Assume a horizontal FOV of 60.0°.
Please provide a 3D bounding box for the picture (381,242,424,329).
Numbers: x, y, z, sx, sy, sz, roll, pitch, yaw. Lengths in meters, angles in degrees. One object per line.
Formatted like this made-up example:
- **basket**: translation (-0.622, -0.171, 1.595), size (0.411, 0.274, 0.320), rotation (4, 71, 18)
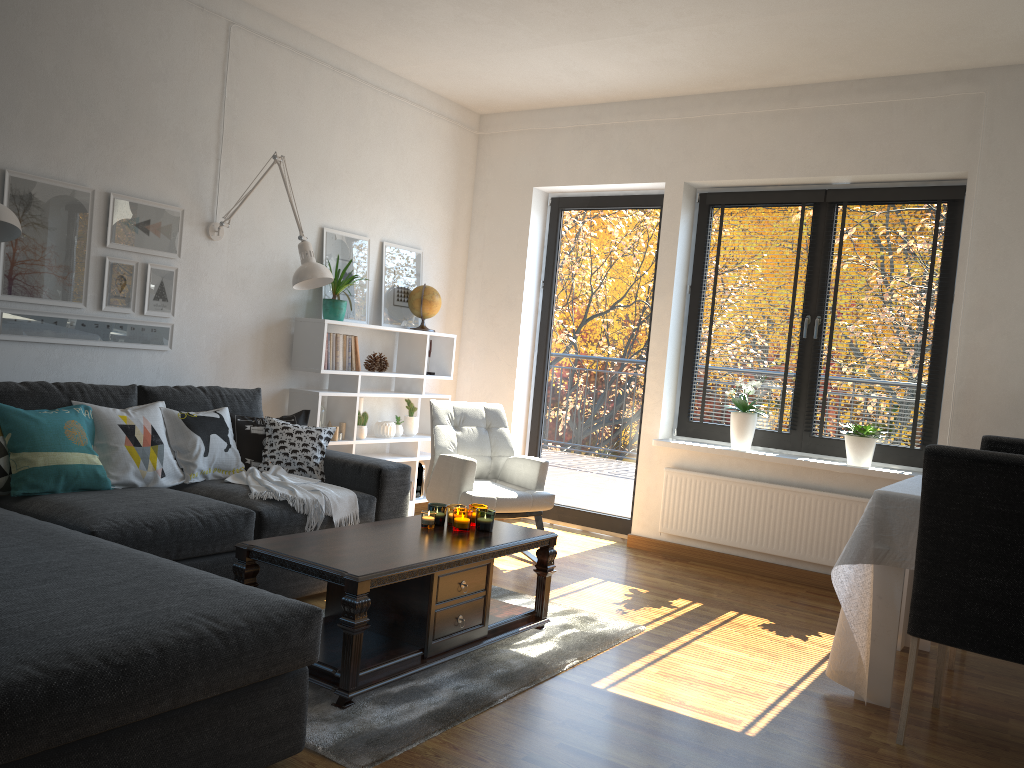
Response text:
- **picture**: translation (-0.704, -0.617, 5.689), size (0.059, 0.532, 0.390), rotation (7, 3, 33)

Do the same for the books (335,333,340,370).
- **books**: translation (-1.036, -0.186, 5.039), size (0.133, 0.210, 0.044), rotation (7, 3, 34)

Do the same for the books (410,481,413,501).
- **books**: translation (-0.707, 0.670, 5.657), size (0.182, 0.124, 0.013), rotation (6, 3, 33)

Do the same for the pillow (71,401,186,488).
- **pillow**: translation (-1.568, 0.267, 3.699), size (0.285, 0.368, 0.436), rotation (7, 2, 33)

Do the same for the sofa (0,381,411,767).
- **sofa**: translation (-1.159, 0.490, 3.187), size (2.161, 0.848, 2.509), rotation (6, 2, 33)

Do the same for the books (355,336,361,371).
- **books**: translation (-0.945, -0.181, 5.182), size (0.132, 0.204, 0.070), rotation (7, 3, 34)

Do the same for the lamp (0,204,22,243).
- **lamp**: translation (-1.962, -0.848, 3.213), size (0.697, 0.670, 0.200), rotation (7, 3, 43)

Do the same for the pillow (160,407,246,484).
- **pillow**: translation (-1.372, 0.272, 3.983), size (0.265, 0.318, 0.382), rotation (7, 2, 33)

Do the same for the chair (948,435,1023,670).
- **chair**: translation (2.136, 0.719, 3.690), size (0.461, 0.961, 0.545), rotation (7, 3, 33)

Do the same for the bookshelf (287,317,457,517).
- **bookshelf**: translation (-0.845, 0.249, 5.428), size (0.237, 1.201, 1.190), rotation (7, 3, 33)

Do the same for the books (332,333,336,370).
- **books**: translation (-1.054, -0.186, 5.019), size (0.136, 0.209, 0.044), rotation (7, 3, 34)

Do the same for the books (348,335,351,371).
- **books**: translation (-0.986, -0.183, 5.127), size (0.133, 0.208, 0.044), rotation (7, 3, 34)

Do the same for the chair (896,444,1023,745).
- **chair**: translation (1.592, 0.693, 2.868), size (0.461, 0.961, 0.545), rotation (7, 3, 38)

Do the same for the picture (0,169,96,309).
- **picture**: translation (-1.987, -0.608, 3.795), size (0.013, 0.534, 0.390), rotation (7, 3, 33)

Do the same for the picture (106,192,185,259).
- **picture**: translation (-1.723, -0.739, 4.176), size (0.021, 0.248, 0.390), rotation (7, 3, 33)

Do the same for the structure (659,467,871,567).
- **structure**: translation (1.515, 0.799, 4.993), size (1.456, 0.460, 0.078), rotation (6, 3, 32)

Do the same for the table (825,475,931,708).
- **table**: translation (2.178, 0.839, 3.114), size (1.855, 0.763, 1.235), rotation (6, 2, 34)

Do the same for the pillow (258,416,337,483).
- **pillow**: translation (-1.023, 0.325, 4.234), size (0.358, 0.313, 0.169), rotation (5, 2, -16)

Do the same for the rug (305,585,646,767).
- **rug**: translation (-0.342, 0.976, 3.357), size (1.051, 0.034, 1.813), rotation (6, 2, 33)

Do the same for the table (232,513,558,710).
- **table**: translation (-0.383, 0.768, 3.284), size (0.569, 0.409, 1.180), rotation (6, 2, 33)

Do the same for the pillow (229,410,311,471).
- **pillow**: translation (-1.202, 0.291, 4.285), size (0.450, 0.358, 0.234), rotation (4, 3, -30)

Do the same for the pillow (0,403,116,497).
- **pillow**: translation (-1.758, 0.243, 3.404), size (0.272, 0.340, 0.414), rotation (7, 2, 33)

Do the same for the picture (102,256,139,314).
- **picture**: translation (-1.811, -0.455, 4.096), size (0.021, 0.248, 0.166), rotation (7, 3, 33)

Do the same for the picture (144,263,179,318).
- **picture**: translation (-1.693, -0.450, 4.273), size (0.021, 0.248, 0.166), rotation (7, 3, 33)

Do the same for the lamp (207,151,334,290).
- **lamp**: translation (-1.171, -0.812, 4.408), size (0.697, 0.670, 0.200), rotation (6, 3, 24)

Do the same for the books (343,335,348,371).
- **books**: translation (-0.997, -0.181, 5.108), size (0.131, 0.204, 0.035), rotation (7, 3, 33)

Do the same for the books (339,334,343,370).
- **books**: translation (-1.025, -0.185, 5.066), size (0.135, 0.208, 0.048), rotation (7, 3, 34)

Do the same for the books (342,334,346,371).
- **books**: translation (-1.008, -0.184, 5.089), size (0.132, 0.209, 0.044), rotation (7, 3, 33)

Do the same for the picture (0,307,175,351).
- **picture**: translation (-1.898, -0.242, 4.003), size (0.021, 0.136, 0.837), rotation (7, 2, 33)

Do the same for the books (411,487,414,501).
- **books**: translation (-0.690, 0.692, 5.663), size (0.151, 0.084, 0.016), rotation (6, 3, 33)

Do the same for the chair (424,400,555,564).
- **chair**: translation (-0.157, 0.538, 4.922), size (0.545, 0.832, 0.684), rotation (4, 3, -32)

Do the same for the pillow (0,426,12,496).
- **pillow**: translation (-1.948, 0.259, 3.137), size (0.242, 0.363, 0.453), rotation (5, 2, 0)

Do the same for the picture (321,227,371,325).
- **picture**: translation (-0.985, -0.630, 5.264), size (0.059, 0.532, 0.390), rotation (7, 3, 33)

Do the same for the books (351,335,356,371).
- **books**: translation (-0.965, -0.182, 5.157), size (0.128, 0.211, 0.061), rotation (7, 3, 34)
